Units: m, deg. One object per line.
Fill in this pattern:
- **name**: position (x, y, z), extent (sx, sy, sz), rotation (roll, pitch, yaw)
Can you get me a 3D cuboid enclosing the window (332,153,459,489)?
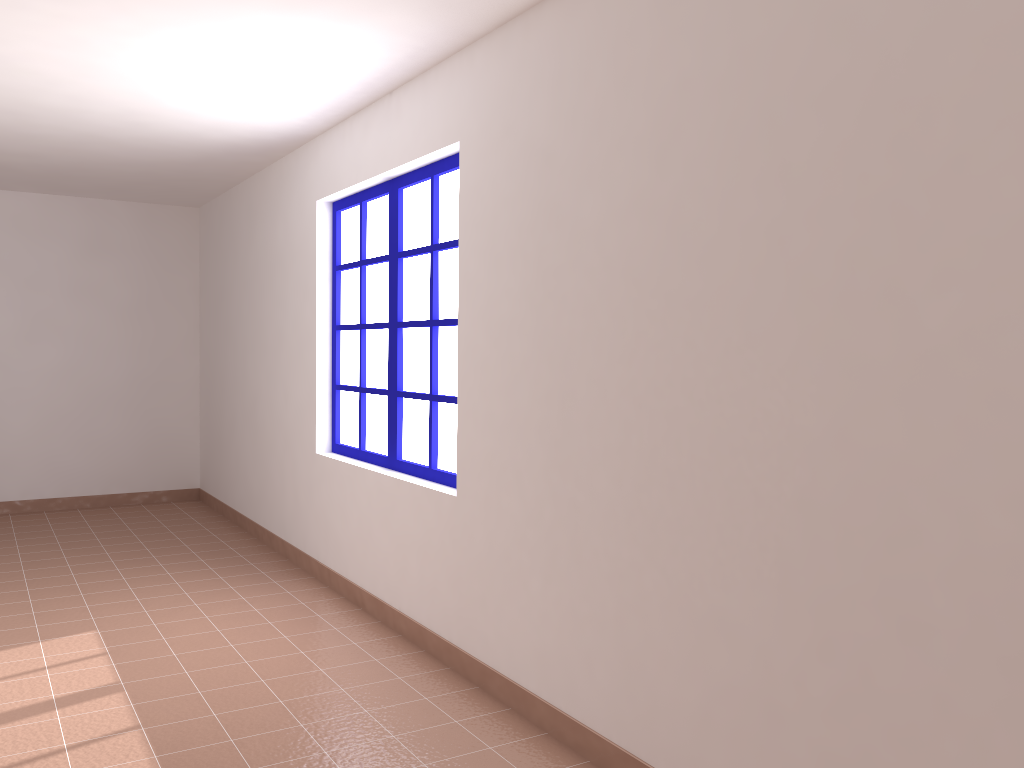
- **window**: position (-0.574, -0.290, 4.372), extent (0.035, 1.430, 1.699), rotation (-1, 2, -31)
